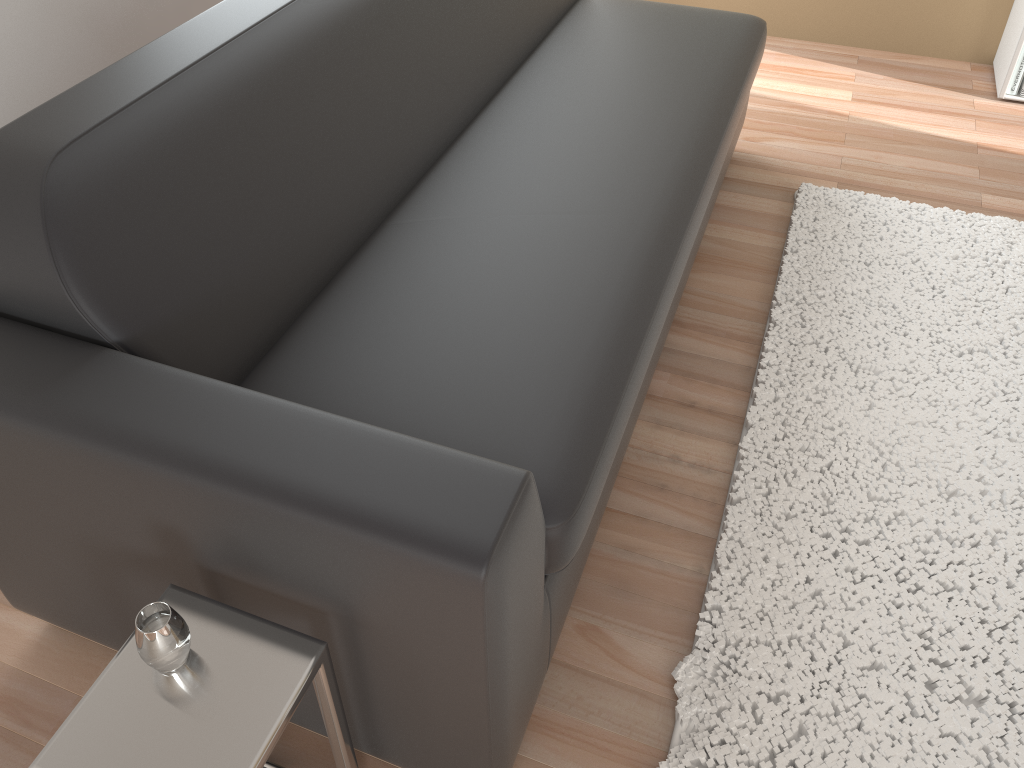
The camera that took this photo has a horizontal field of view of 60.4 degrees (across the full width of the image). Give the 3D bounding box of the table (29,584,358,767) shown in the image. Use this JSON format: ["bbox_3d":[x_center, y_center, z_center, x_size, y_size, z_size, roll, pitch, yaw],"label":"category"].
[{"bbox_3d":[-0.368,0.528,1.140,0.229,0.441,0.251,14,43,16],"label":"table"}]

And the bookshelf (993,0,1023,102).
[{"bbox_3d":[2.297,-1.786,2.513,1.047,2.014,0.351,14,43,17],"label":"bookshelf"}]

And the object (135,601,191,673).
[{"bbox_3d":[-0.401,0.292,1.012,0.058,0.081,0.061,-6,41,-7],"label":"object"}]

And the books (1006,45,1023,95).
[{"bbox_3d":[1.840,-1.206,3.177,0.040,0.243,0.219,13,43,15],"label":"books"}]

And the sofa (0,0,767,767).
[{"bbox_3d":[-0.038,-0.495,2.014,0.958,0.787,2.381,13,43,15],"label":"sofa"}]

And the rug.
[{"bbox_3d":[1.179,0.229,1.768,1.460,0.043,2.135,14,44,15],"label":"rug"}]

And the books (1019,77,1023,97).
[{"bbox_3d":[1.882,-1.191,3.160,0.040,0.243,0.219,13,43,15],"label":"books"}]
